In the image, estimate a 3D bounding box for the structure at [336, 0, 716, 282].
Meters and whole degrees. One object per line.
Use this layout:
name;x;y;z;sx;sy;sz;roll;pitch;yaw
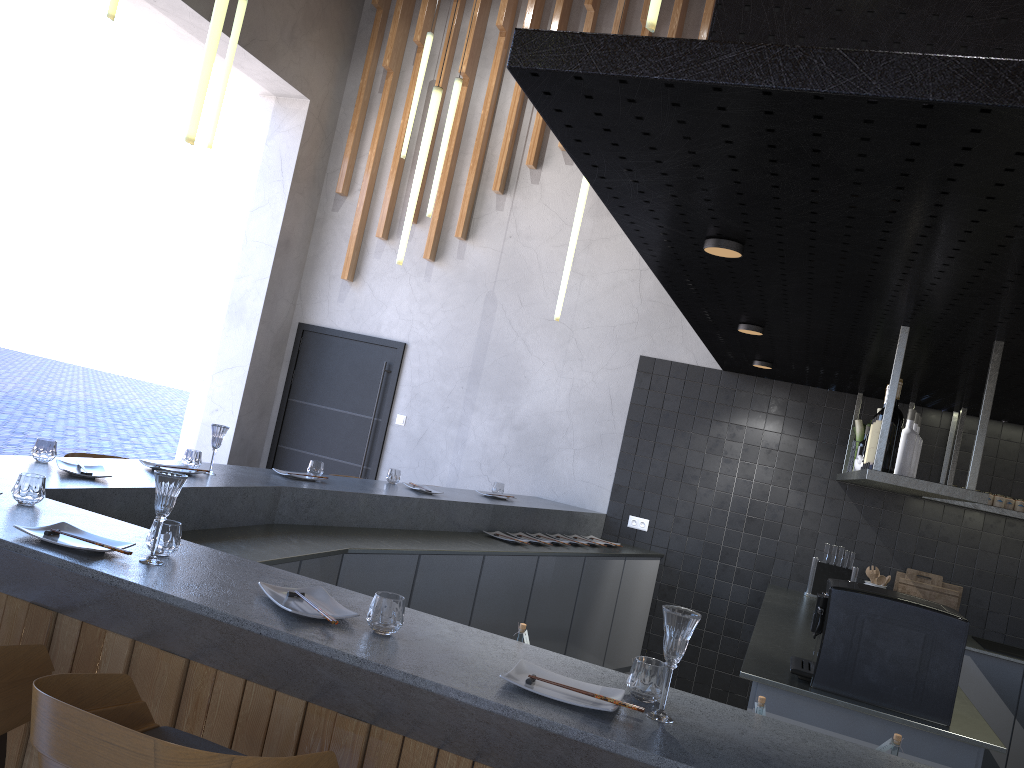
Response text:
structure;1.764;-0.918;1.052;10.399;5.894;10.127;11;-2;19

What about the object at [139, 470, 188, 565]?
object;-0.881;0.336;2.227;0.082;0.227;0.082;14;-3;-37

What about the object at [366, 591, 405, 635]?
object;-0.289;0.529;2.039;0.086;0.086;0.086;12;-2;-6

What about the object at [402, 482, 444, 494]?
object;-0.554;0.631;5.368;0.170;0.025;0.294;14;-3;-33

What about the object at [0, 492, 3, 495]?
object;-1.574;0.300;2.495;0.294;0.025;0.170;12;-2;12

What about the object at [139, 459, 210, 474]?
object;-1.476;0.376;3.917;0.170;0.025;0.294;10;-3;44

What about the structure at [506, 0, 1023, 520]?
structure;4.867;-0.120;2.686;8.600;2.382;4.958;11;-2;19

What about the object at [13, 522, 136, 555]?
object;-1.080;0.397;2.234;0.294;0.025;0.170;12;-2;17

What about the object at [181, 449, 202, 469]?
object;-1.482;0.350;4.108;0.086;0.086;0.086;14;-3;-44

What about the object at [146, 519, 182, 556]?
object;-0.914;0.405;2.332;0.086;0.086;0.086;11;-2;19

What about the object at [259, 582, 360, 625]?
object;-0.473;0.523;2.088;0.170;0.025;0.294;14;-3;-34

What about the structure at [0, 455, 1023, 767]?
structure;2.603;1.658;3.330;8.945;1.400;4.889;11;-2;19

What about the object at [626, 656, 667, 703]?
object;0.298;0.653;1.952;0.086;0.086;0.086;11;-2;19

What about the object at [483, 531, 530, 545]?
object;-0.016;0.929;5.320;0.294;0.025;0.170;11;-3;35

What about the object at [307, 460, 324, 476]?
object;-1.079;0.467;4.871;0.086;0.086;0.086;13;-2;-21

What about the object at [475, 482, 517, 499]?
object;-0.110;0.721;6.014;0.269;0.086;0.319;10;-3;44

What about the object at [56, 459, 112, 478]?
object;-1.623;0.322;3.350;0.170;0.025;0.294;14;-3;-33

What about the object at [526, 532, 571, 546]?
object;0.250;1.000;5.681;0.294;0.025;0.170;11;-3;35

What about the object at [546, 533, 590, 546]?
object;0.384;1.036;5.860;0.294;0.025;0.170;11;-3;35

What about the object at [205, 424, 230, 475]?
object;-1.365;0.302;4.077;0.082;0.227;0.082;13;-2;-9

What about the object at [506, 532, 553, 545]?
object;0.125;0.966;5.498;0.294;0.025;0.170;11;-3;35

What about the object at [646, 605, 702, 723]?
object;0.331;0.583;1.847;0.082;0.227;0.082;14;-3;-37

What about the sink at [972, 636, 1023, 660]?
sink;3.404;1.595;5.286;1.111;0.547;0.498;11;-2;19

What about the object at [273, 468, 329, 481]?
object;-1.097;0.487;4.683;0.170;0.025;0.294;10;-3;45

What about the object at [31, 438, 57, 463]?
object;-1.793;0.256;3.403;0.086;0.086;0.086;12;-2;-5

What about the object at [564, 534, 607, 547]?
object;0.512;1.070;6.024;0.294;0.025;0.170;11;-3;35

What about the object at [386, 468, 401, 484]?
object;-0.724;0.565;5.422;0.086;0.086;0.086;13;-2;-9

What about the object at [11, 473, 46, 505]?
object;-1.407;0.308;2.587;0.086;0.086;0.086;10;-3;40

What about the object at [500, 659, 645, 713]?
object;0.132;0.645;1.854;0.294;0.025;0.170;12;-2;17

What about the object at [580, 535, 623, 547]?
object;0.638;1.104;6.189;0.294;0.025;0.170;11;-3;35

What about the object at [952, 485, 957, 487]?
object;2.779;0.678;5.600;0.062;0.078;0.062;11;-2;24
